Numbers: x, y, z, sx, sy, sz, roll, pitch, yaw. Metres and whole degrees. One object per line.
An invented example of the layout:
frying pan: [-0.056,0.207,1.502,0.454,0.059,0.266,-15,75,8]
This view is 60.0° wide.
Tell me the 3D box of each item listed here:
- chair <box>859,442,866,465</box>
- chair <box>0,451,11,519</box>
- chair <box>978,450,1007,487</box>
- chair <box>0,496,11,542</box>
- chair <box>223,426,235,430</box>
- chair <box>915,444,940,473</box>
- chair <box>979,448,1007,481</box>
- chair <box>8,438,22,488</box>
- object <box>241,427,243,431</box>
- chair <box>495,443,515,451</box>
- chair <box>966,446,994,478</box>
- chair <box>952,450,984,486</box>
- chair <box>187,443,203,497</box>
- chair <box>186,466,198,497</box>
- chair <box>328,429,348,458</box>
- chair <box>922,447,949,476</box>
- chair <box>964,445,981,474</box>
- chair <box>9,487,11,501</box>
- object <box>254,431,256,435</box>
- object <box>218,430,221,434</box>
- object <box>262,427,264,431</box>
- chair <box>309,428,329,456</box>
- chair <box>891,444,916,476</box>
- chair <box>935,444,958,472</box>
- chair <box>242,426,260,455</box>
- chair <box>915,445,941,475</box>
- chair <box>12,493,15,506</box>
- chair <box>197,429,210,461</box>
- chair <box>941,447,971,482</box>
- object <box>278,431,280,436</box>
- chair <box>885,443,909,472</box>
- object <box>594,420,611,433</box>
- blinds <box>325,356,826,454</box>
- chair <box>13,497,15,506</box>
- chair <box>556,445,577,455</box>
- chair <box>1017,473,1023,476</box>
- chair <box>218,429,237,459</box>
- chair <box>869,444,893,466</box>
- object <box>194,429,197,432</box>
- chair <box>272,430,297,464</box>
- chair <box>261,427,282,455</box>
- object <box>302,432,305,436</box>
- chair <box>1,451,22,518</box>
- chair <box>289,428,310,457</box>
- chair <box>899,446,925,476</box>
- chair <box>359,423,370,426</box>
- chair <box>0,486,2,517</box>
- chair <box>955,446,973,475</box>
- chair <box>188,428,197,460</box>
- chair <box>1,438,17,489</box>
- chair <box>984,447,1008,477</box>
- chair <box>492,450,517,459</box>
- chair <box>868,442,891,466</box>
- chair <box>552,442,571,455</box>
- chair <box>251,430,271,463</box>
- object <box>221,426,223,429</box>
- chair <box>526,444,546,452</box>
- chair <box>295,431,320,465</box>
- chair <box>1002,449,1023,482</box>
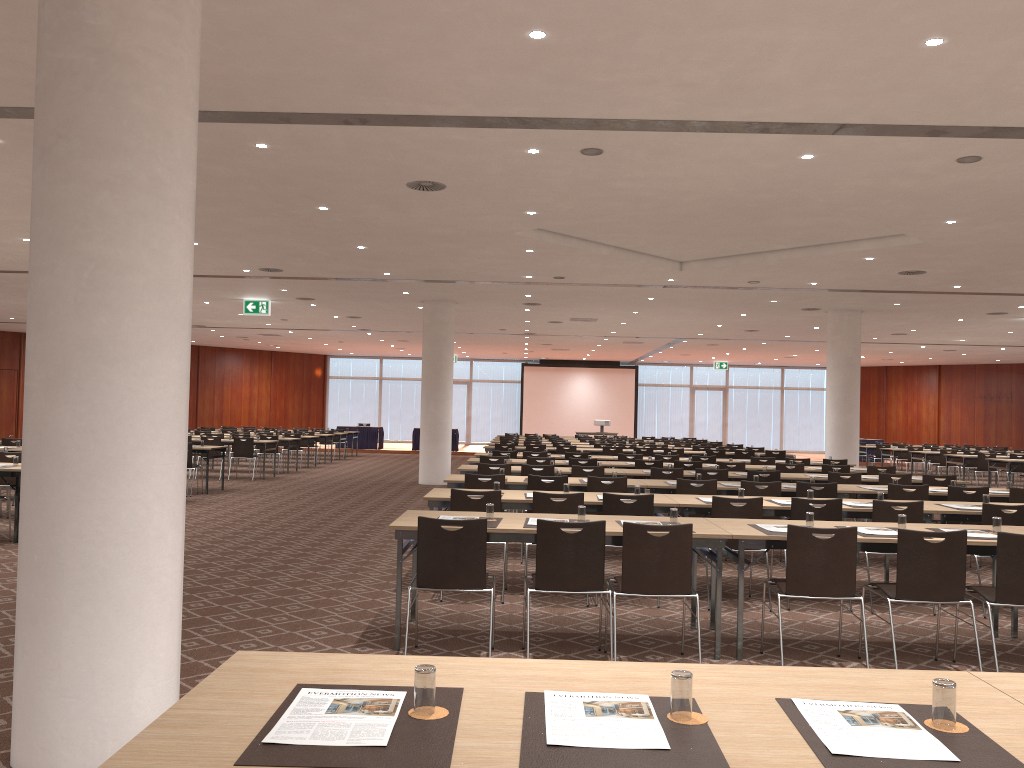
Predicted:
chair: [11.284,2.357,28.985,0.535,0.939,0.614,1,-1,3]
chair: [-6.562,1.351,11.745,0.535,0.939,0.614,1,-1,-2]
chair: [12.498,2.190,22.969,0.535,0.939,0.614,1,-1,-1]
chair: [-5.919,1.302,9.736,0.535,0.939,0.614,1,-1,2]
chair: [-9.343,1.857,29.274,0.535,0.939,0.614,1,-1,-1]
chair: [13.555,2.412,28.953,0.535,0.939,0.614,1,-1,-2]
chair: [13.625,2.287,25.093,0.535,0.939,0.614,1,-1,2]
chair: [-8.796,1.431,15.850,0.535,0.939,0.614,1,-1,1]
object: [-8.491,1.409,27.905,0.054,0.114,0.054,2,-2,-33]
chair: [-0.157,1.755,19.228,0.535,0.939,0.614,1,-1,3]
chair: [14.218,2.363,26.944,0.535,0.939,0.614,1,-1,0]
chair: [11.858,2.177,23.059,0.535,0.939,0.614,1,-1,-2]
chair: [-5.840,1.500,15.734,0.535,0.939,0.614,1,-1,0]
chair: [-5.920,1.498,15.735,0.535,0.939,0.614,1,-1,-1]
chair: [-5.732,1.944,29.223,0.535,0.939,0.614,1,-1,1]
chair: [11.939,2.242,24.976,0.535,0.939,0.614,1,-1,2]
chair: [14.881,2.444,28.934,0.535,0.939,0.614,1,-1,0]
chair: [-8.268,1.379,13.885,0.535,0.939,0.614,1,-1,0]
object: [-6.926,1.316,23.885,0.054,0.114,0.054,2,-1,-10]
object: [-7.882,1.293,23.898,0.054,0.114,0.054,2,-2,-33]
object: [-7.839,1.425,27.904,0.054,0.114,0.054,2,-2,-33]
chair: [-6.380,1.931,29.314,0.535,0.939,0.614,1,-1,3]
chair: [11.955,2.312,27.116,0.535,0.939,0.614,1,-1,2]
chair: [14.274,2.432,29.024,0.535,0.939,0.614,1,-1,-2]
chair: [-8.679,1.875,29.346,0.535,0.939,0.614,1,-1,0]
chair: [12.678,2.325,26.965,0.535,0.939,0.614,1,-1,-1]
chair: [-7.298,1.399,13.755,0.535,0.939,0.614,1,-1,3]
chair: [-8.757,1.740,25.266,0.535,0.939,0.614,1,-1,3]
chair: [12.536,2.259,25.049,0.535,0.939,0.614,1,-1,-2]
object: [-6.279,1.331,23.870,0.054,0.114,0.054,2,-1,-10]
chair: [12.640,2.394,29.106,0.535,0.939,0.614,1,-1,3]
object: [3.342,1.568,32.923,0.576,0.472,0.614,1,-2,1]
blinds: [3.038,0.932,39.561,22.852,3.815,0.115,1,-1,1]
chair: [-7.289,1.399,13.755,0.535,0.939,0.614,1,-1,1]
chair: [1.161,1.785,19.175,0.535,0.939,0.614,1,-1,1]
chair: [13.536,2.218,23.035,0.535,0.939,0.614,1,-1,3]
chair: [-8.043,1.760,25.338,0.535,0.939,0.614,1,-1,-2]
chair: [11.272,2.294,27.066,0.535,0.939,0.614,1,-1,3]
object: [-8.534,1.277,23.913,0.054,0.114,0.054,2,-2,-33]
chair: [-6.484,1.798,25.316,0.535,0.939,0.614,1,-1,3]
chair: [-7.962,1.895,29.395,0.535,0.939,0.614,1,-1,-1]
object: [-5.612,1.348,23.866,0.054,0.114,0.054,2,-1,-10]
chair: [-6.555,1.352,11.745,0.535,0.939,0.614,1,-1,-1]
chair: [-6.989,1.914,29.241,0.535,0.939,0.614,1,-1,-1]
chair: [11.349,2.232,25.125,0.535,0.939,0.614,1,-1,0]
chair: [-5.655,1.966,33.730,0.535,0.939,0.614,1,-1,3]
chair: [-7.227,1.338,11.828,0.535,0.939,0.614,1,-1,0]
chair: [13.647,2.351,27.033,0.535,0.939,0.614,1,-1,-1]
chair: [-9.392,1.729,25.416,0.535,0.939,0.614,1,-1,-2]
chair: [-8.829,1.430,15.850,0.535,0.939,0.614,1,-1,0]
chair: [14.827,2.382,27.076,0.535,0.939,0.614,1,-1,3]
chair: [-0.139,1.641,15.728,0.535,0.939,0.614,1,-1,0]
chair: [12.053,2.378,29.055,0.535,0.939,0.614,1,-1,-1]
chair: [1.180,1.854,21.251,0.535,0.939,0.614,1,-1,2]
chair: [-7.106,1.784,25.384,0.535,0.939,0.614,1,-1,1]
object: [-9.137,1.393,27.920,0.054,0.114,0.054,2,-2,-33]
chair: [0.510,1.772,19.261,0.535,0.939,0.614,1,-1,1]
chair: [-5.798,1.812,25.225,0.535,0.939,0.614,1,-1,3]
chair: [14.281,2.301,25.024,0.535,0.939,0.614,1,-1,-1]
